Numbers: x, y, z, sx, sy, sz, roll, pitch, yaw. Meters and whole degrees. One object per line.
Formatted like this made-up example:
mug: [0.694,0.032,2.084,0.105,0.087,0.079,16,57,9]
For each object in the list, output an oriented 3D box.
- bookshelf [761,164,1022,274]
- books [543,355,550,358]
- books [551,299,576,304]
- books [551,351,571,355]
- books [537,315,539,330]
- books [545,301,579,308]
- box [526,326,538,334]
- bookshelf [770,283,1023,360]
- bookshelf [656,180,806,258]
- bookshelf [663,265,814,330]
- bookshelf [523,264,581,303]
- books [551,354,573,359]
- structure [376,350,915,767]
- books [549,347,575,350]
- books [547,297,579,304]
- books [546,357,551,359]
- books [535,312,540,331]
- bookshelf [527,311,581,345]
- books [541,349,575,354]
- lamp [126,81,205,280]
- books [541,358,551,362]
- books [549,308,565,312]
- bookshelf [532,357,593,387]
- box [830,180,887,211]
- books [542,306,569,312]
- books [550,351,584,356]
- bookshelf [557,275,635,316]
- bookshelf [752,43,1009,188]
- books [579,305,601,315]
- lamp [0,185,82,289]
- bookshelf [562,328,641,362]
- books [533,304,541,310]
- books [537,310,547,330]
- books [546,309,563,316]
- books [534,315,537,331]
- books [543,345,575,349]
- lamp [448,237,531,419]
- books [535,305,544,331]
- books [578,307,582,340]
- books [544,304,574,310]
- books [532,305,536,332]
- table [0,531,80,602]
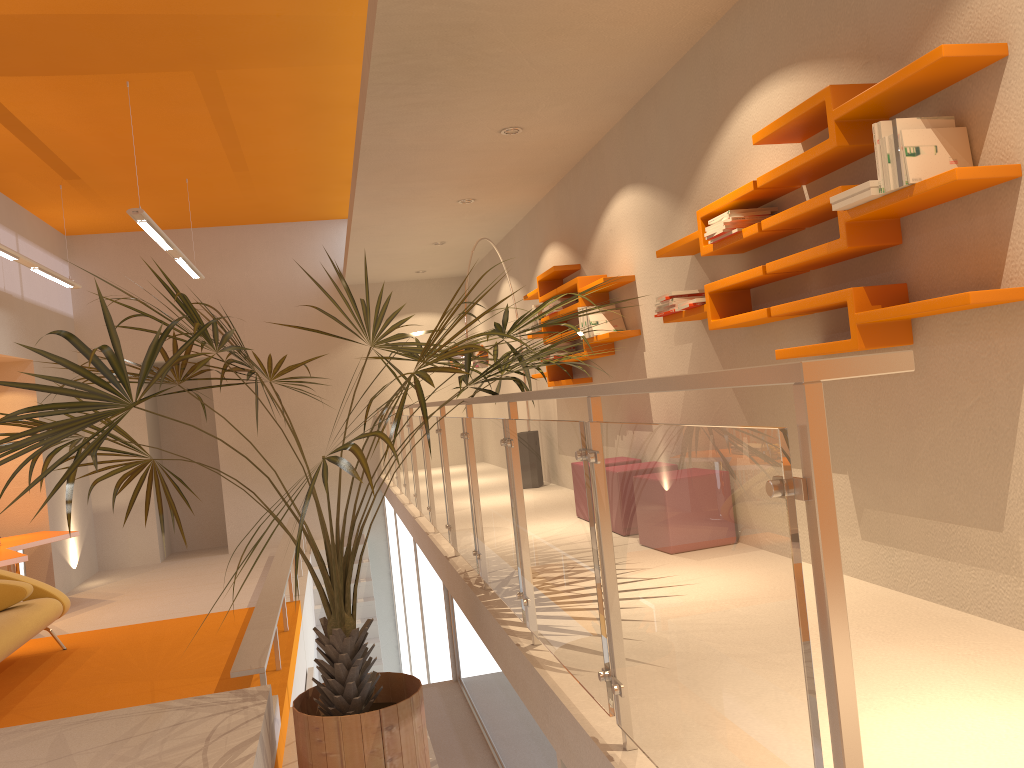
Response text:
bookshelf: [1.261,-0.593,3.120,0.220,0.220,1.150,-6,-1,-12]
books: [0.367,-0.234,7.337,0.190,0.015,0.254,-6,-1,-16]
books: [0.395,-0.647,7.093,0.190,0.015,0.254,-6,-1,-5]
books: [0.364,-0.248,7.329,0.190,0.015,0.254,-6,-1,-10]
books: [0.319,-0.542,7.523,0.207,0.156,0.009,-6,-1,-12]
books: [0.396,-0.631,7.088,0.227,0.017,0.230,-6,-1,-17]
box: [0.254,-0.478,7.745,0.232,0.047,0.232,-6,-1,-12]
bookshelf: [1.299,-0.237,3.116,0.220,0.220,1.150,-6,-1,-12]
bookshelf: [1.005,-0.732,4.279,0.220,0.220,1.150,-6,-1,-12]
bookshelf: [1.042,-0.377,4.275,0.220,0.220,1.150,-6,-1,-12]
bookshelf: [0.326,-0.803,7.490,0.220,0.220,1.150,-6,-1,-12]
books: [0.444,-0.221,7.046,0.254,0.015,0.190,-6,-1,-5]
structure: [-0.605,0.588,6.614,0.195,0.900,11.050,-6,-1,-12]
books: [0.379,-0.282,7.329,0.254,0.015,0.190,-6,-1,-5]
books: [0.406,-0.664,7.092,0.230,0.017,0.227,-6,-1,-12]
books: [0.372,-0.221,7.328,0.190,0.011,0.268,-6,-1,-10]
books: [0.321,-0.548,7.564,0.230,0.169,0.027,-6,-1,-12]
bookshelf: [0.363,-0.449,7.486,0.220,0.220,1.150,-6,-1,-12]
books: [0.376,-0.266,7.329,0.230,0.017,0.227,-6,-1,-17]
lamp: [-3.083,-1.678,7.945,0.120,1.052,3.195,-6,-1,-12]
books: [0.373,-0.209,7.324,0.210,0.013,0.297,-6,-1,-12]
books: [0.401,-0.587,7.079,0.268,0.011,0.190,-6,-1,-10]
bookshelf: [0.400,-0.093,7.482,0.220,0.220,1.150,-6,-1,-12]
box: [1.236,-0.635,2.975,0.232,0.047,0.232,-6,-1,-12]
books: [0.390,-0.599,7.075,0.254,0.015,0.190,-6,-1,-16]
books: [0.441,-0.237,7.033,0.226,0.017,0.230,-6,-1,-12]
bookshelf: [0.582,-0.664,6.331,0.220,0.220,1.150,-6,-1,-12]
bookshelf: [1.225,-0.947,3.125,0.220,0.220,1.150,-6,-1,-12]
books: [0.600,-0.440,6.281,0.230,0.227,0.017,-6,-1,-12]
lamp: [-4.280,-1.556,7.694,0.120,1.052,3.195,-6,-1,-12]
bookshelf: [0.619,-0.309,6.327,0.220,0.220,1.150,-6,-1,-12]
books: [0.308,-0.575,7.613,0.230,0.227,0.017,-6,-1,-12]
books: [0.334,-0.550,7.511,0.230,0.169,0.023,-6,-1,-12]
books: [0.409,-0.576,7.074,0.210,0.013,0.297,-6,-1,-12]
books: [0.307,-0.547,7.589,0.230,0.169,0.027,-6,-1,-12]
books: [0.376,-0.298,7.316,0.226,0.017,0.230,-6,-1,-12]
lamp: [-0.153,-0.131,7.543,0.315,2.259,2.077,-6,-1,11]
books: [0.311,-0.568,7.538,0.207,0.210,0.021,-6,-1,-12]
books: [0.590,-0.439,6.298,0.230,0.227,0.017,-6,-1,-12]
books: [0.397,-0.615,7.074,0.254,0.015,0.190,-6,-1,-10]
books: [0.297,-0.574,7.630,0.230,0.227,0.017,-6,-1,-12]
table: [-4.720,1.910,8.231,0.969,0.760,2.573,-6,-1,-12]
